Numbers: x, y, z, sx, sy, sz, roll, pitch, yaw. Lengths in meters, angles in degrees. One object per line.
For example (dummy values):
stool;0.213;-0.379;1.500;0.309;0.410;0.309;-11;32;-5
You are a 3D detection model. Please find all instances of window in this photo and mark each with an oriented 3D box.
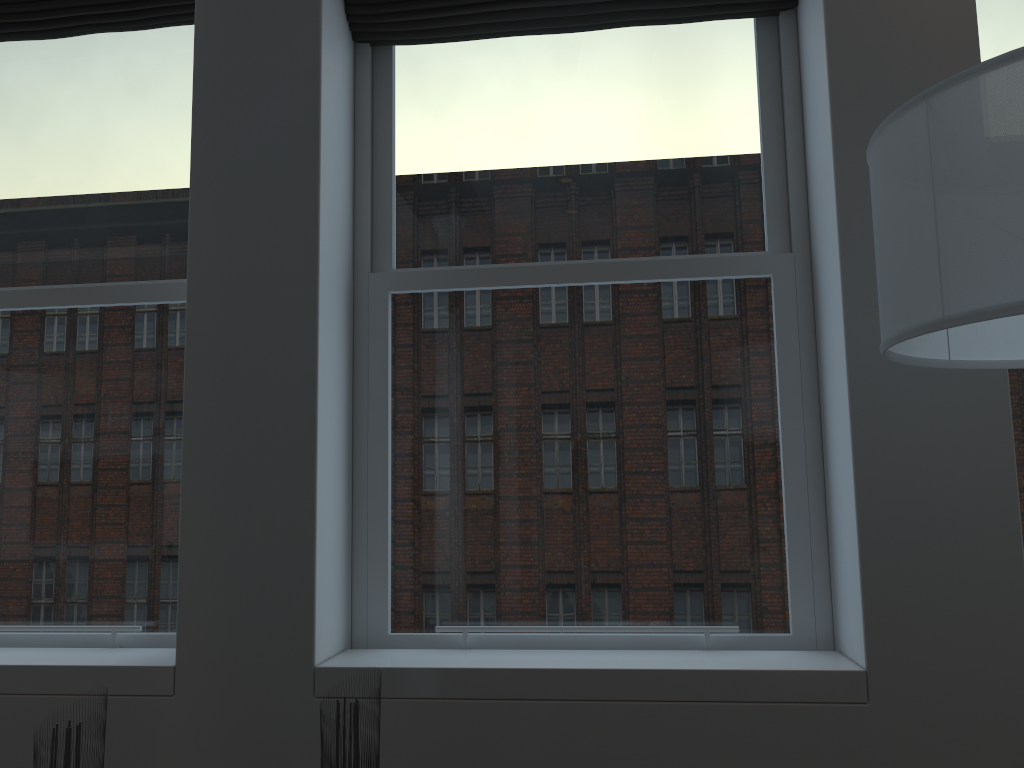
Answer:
window;0.201;-0.328;2.789;1.432;2.400;0.123;-2;-7;7
window;-1.597;-0.272;3.002;1.391;2.400;0.123;-2;-7;7
window;2.024;-0.386;2.573;1.442;2.400;0.123;-2;-7;7

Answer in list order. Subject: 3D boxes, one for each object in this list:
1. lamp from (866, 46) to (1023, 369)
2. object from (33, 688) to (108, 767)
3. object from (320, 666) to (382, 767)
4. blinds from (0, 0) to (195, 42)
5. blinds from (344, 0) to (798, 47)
lamp;0.970;0.418;1.345;0.698;1.728;0.698;-5;-8;30
object;-0.811;0.960;1.600;0.458;0.781;0.458;-2;-7;6
object;-0.322;0.972;1.760;0.458;0.781;0.458;-2;-7;6
blinds;-1.623;-1.345;3.075;1.396;0.275;0.156;-2;-7;7
blinds;0.175;-1.344;2.839;1.431;0.395;0.183;-2;-7;7
